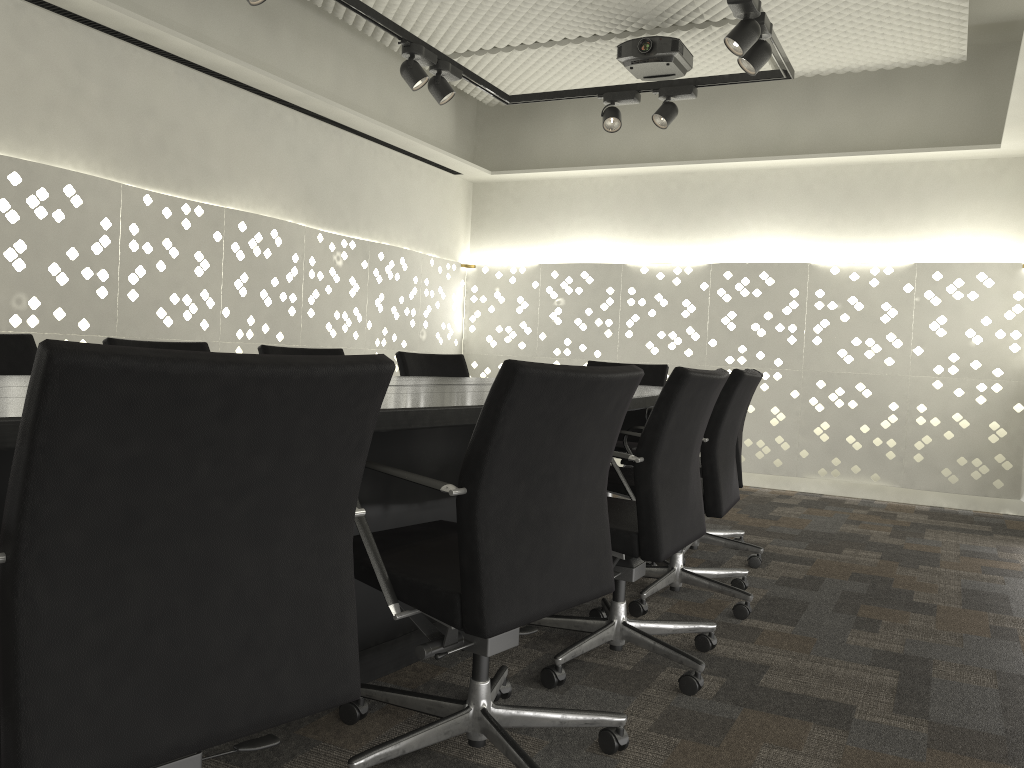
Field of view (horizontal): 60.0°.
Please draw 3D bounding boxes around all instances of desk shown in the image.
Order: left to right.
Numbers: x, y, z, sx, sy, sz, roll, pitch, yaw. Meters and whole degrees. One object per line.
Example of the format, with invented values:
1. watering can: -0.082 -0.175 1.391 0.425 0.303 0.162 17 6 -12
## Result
1. desk: -0.348 0.335 2.597 1.223 0.658 3.364 4 2 26

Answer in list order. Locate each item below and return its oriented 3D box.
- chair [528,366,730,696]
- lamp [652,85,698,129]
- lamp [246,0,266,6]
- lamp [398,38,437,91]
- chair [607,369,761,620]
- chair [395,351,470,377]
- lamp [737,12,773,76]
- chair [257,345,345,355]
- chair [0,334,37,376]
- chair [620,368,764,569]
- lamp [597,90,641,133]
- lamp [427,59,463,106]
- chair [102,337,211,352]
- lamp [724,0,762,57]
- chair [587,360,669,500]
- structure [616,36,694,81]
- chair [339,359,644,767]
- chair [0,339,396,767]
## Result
1. chair: 0.258 0.325 2.254 0.579 0.757 0.559 4 2 31
2. lamp: 0.768 -1.325 4.213 0.214 0.224 0.118 3 2 15
3. lamp: -0.843 -1.364 2.943 0.126 0.224 0.213 4 2 29
4. lamp: -0.405 -1.371 3.823 0.126 0.224 0.213 4 2 29
5. chair: 0.523 0.318 2.870 0.579 0.757 0.559 4 2 26
6. chair: -0.232 0.244 4.018 0.559 0.757 0.579 1 3 -44
7. lamp: 0.916 -1.291 3.362 0.126 0.224 0.213 4 2 29
8. chair: -0.678 0.241 3.430 0.579 0.757 0.559 4 2 41
9. chair: -1.238 0.252 2.228 0.579 0.757 0.559 4 2 26
10. chair: 0.719 0.307 3.526 0.579 0.757 0.559 3 2 16
11. lamp: 0.510 -1.342 4.330 0.213 0.224 0.126 4 2 29
12. lamp: -0.305 -1.372 4.023 0.126 0.224 0.213 4 2 29
13. chair: -1.002 0.242 2.882 0.579 0.757 0.559 4 2 31
14. lamp: 0.816 -1.289 3.162 0.126 0.224 0.213 4 2 29
15. chair: 0.471 0.273 4.180 0.559 0.757 0.579 4 2 31
16. structure: 0.742 -1.677 4.576 0.327 0.144 0.371 4 2 26
17. chair: -0.074 0.328 1.666 0.579 0.757 0.559 4 2 41
18. chair: -0.475 0.326 1.101 0.559 0.757 0.579 1 3 -44
